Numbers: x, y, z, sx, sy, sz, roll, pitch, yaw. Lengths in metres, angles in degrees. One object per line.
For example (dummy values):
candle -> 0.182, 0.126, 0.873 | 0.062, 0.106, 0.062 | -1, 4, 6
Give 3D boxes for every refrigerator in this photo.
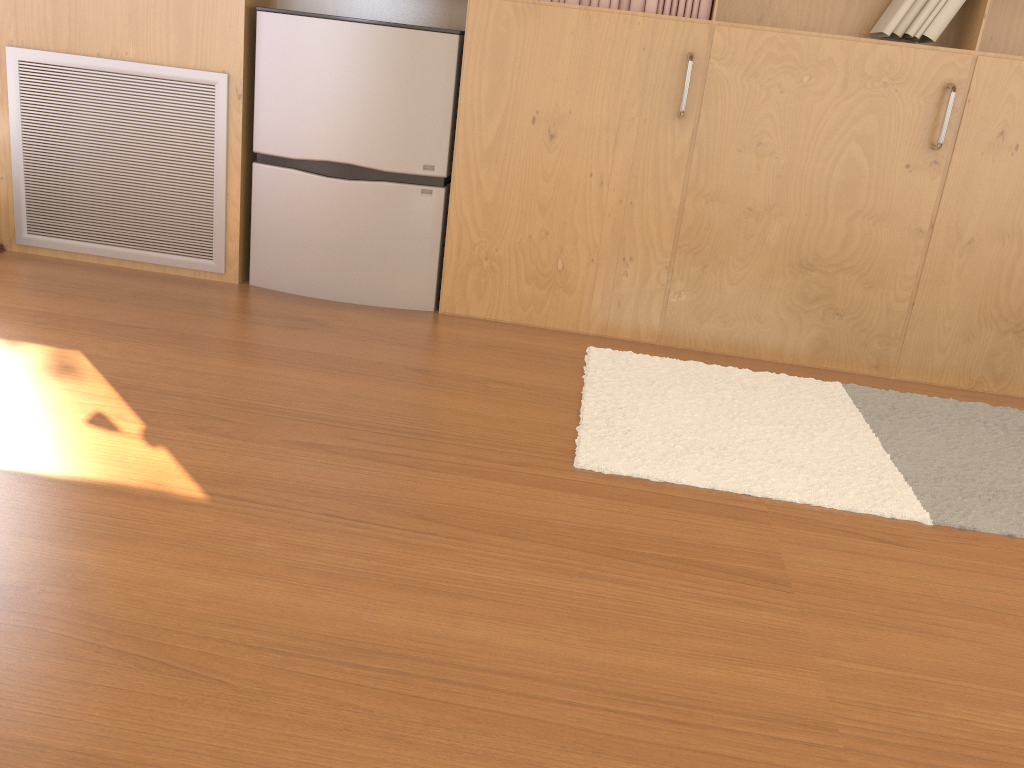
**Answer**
refrigerator -> -0.569, -0.804, 3.200 | 0.714, 0.965, 0.267 | 8, 18, 5

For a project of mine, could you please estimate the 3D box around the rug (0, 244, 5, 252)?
rug -> -3.240, -0.459, 2.827 | 2.481, 0.020, 1.929 | 8, 21, 4

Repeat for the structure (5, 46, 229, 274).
structure -> -1.430, -0.804, 3.208 | 0.820, 0.705, 0.013 | 9, 18, 5

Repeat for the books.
books -> 1.481, -1.394, 2.784 | 3.109, 0.644, 0.193 | 9, 18, 5

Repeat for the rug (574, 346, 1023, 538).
rug -> 2.043, 0.320, 2.454 | 3.722, 0.011, 0.938 | 9, 21, 5
